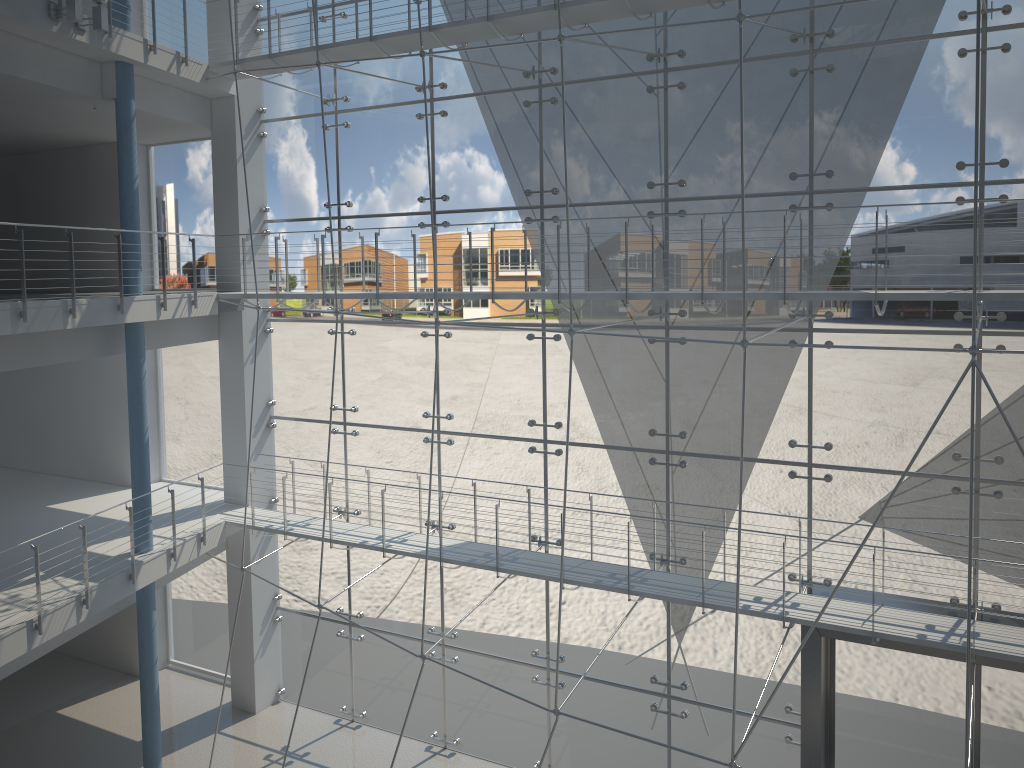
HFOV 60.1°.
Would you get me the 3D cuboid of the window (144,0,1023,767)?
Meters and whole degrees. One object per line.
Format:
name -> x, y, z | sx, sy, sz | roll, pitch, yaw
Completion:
window -> 0.712, -0.496, 1.449 | 3.852, 2.760, 0.010 | 2, 5, 29
